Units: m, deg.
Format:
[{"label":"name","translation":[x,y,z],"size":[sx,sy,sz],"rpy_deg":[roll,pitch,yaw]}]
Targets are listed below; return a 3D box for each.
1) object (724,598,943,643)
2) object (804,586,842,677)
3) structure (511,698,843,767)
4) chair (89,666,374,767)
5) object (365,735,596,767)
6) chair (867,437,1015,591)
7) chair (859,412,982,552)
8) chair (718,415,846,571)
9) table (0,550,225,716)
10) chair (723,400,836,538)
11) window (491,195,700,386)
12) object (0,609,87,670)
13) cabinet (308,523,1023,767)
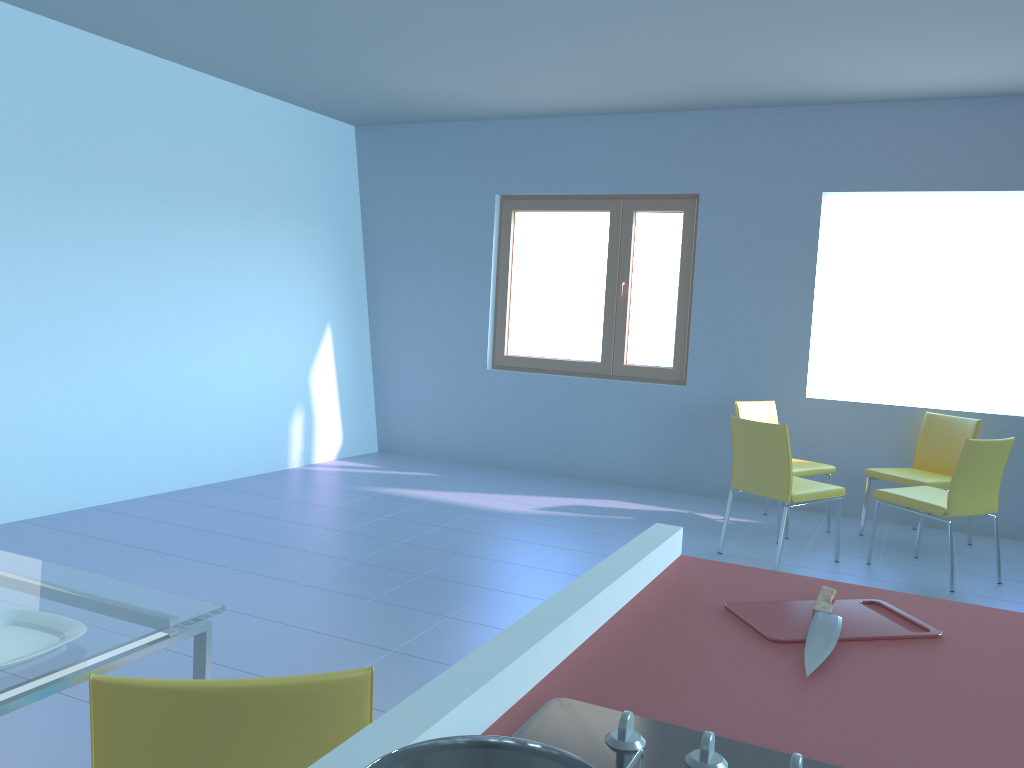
[{"label":"object","translation":[0.456,0.336,1.269],"size":[0.269,0.006,0.151],"rpy_deg":[2,5,-13]},{"label":"object","translation":[0.430,0.333,1.217],"size":[0.041,0.009,0.375],"rpy_deg":[5,5,22]},{"label":"structure","translation":[0.145,0.358,0.588],"size":[0.500,0.047,0.600],"rpy_deg":[5,5,25]},{"label":"chair","translation":[-0.407,0.685,1.353],"size":[0.387,0.695,0.484],"rpy_deg":[2,5,-11]},{"label":"object","translation":[-0.017,0.281,0.486],"size":[0.157,0.106,0.170],"rpy_deg":[4,5,8]},{"label":"chair","translation":[2.059,0.570,4.250],"size":[0.387,0.699,0.484],"rpy_deg":[0,6,-29]},{"label":"chair","translation":[2.280,0.522,4.926],"size":[0.484,0.695,0.387],"rpy_deg":[0,6,-29]},{"label":"chair","translation":[1.337,0.517,4.395],"size":[0.484,0.695,0.387],"rpy_deg":[0,6,-34]},{"label":"table","translation":[-1.128,0.708,1.307],"size":[0.730,0.590,1.173],"rpy_deg":[5,5,25]},{"label":"chair","translation":[1.535,0.467,5.097],"size":[0.387,0.695,0.484],"rpy_deg":[0,6,-34]},{"label":"window","translation":[0.547,-0.676,6.173],"size":[1.475,1.263,0.142],"rpy_deg":[5,5,25]},{"label":"object","translation":[-0.817,0.409,1.404],"size":[0.228,0.020,0.228],"rpy_deg":[5,5,22]},{"label":"cabinet","translation":[0.848,0.791,0.356],"size":[2.200,0.800,2.139],"rpy_deg":[5,5,25]}]
